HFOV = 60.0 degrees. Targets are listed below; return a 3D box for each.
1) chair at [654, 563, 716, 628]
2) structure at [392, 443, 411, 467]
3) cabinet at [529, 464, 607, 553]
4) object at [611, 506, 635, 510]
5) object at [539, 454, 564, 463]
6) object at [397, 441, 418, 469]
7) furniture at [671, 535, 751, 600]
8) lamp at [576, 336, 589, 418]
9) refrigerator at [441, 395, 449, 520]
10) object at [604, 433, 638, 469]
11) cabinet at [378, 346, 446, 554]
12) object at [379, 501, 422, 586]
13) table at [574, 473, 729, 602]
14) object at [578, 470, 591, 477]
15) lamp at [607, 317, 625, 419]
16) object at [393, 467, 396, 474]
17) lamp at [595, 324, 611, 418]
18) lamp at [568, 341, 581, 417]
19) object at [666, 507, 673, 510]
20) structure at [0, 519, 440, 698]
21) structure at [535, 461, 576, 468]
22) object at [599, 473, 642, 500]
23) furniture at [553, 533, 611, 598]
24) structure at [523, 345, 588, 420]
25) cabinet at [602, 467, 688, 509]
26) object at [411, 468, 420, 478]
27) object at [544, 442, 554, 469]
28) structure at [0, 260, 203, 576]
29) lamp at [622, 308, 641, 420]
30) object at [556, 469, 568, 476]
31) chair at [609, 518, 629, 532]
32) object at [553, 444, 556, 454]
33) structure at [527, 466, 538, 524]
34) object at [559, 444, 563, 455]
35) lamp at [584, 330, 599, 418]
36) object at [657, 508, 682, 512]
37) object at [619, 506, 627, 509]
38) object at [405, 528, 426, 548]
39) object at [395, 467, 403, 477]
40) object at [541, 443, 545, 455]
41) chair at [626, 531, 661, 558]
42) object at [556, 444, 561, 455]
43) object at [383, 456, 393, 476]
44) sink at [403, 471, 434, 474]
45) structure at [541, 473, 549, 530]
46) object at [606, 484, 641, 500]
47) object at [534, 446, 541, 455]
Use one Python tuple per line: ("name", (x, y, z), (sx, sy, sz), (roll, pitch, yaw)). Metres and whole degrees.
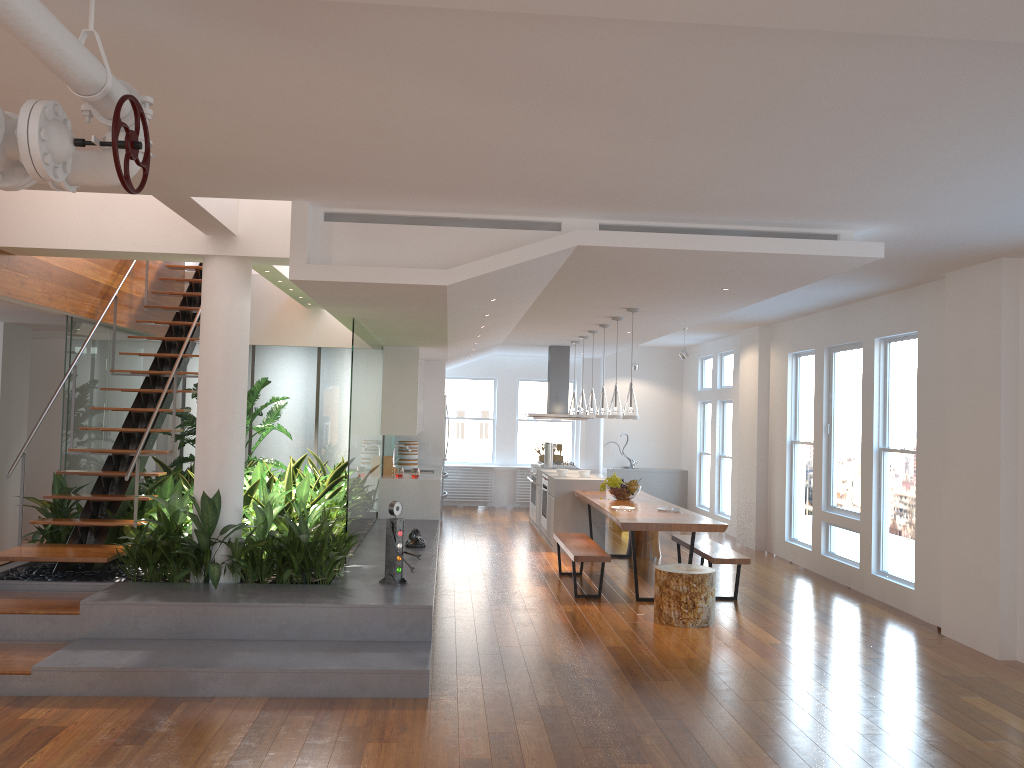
("chair", (1.330, 1.623, 6.832), (0.460, 0.400, 0.460), (1, -2, 6))
("structure", (-1.378, 1.001, 10.998), (0.248, 0.536, 0.115), (2, -2, -4))
("cabinet", (0.666, 1.549, 11.541), (0.597, 0.832, 2.936), (2, -2, -4))
("object", (1.026, 1.149, 8.182), (0.222, 0.020, 0.222), (0, -2, 36))
("object", (0.571, 1.098, 12.918), (0.353, 0.157, 0.084), (2, -2, -4))
("object", (-1.358, 0.925, 11.558), (0.267, 0.356, 0.266), (1, -2, 22))
("furniture", (1.807, 1.692, 8.207), (0.316, 0.389, 1.433), (2, -2, -4))
("lamp", (0.865, -0.122, 10.803), (0.160, 1.060, 0.160), (1, -2, 23))
("refrigerator", (-1.276, 1.043, 12.756), (0.725, 1.772, 0.908), (2, -2, -4))
("object", (1.772, 1.073, 14.251), (0.590, 0.563, 0.210), (3, -2, -33))
("cabinet", (-1.272, 0.803, 12.019), (0.676, 2.280, 4.565), (2, -2, -4))
("object", (-0.748, 1.092, 6.072), (0.318, 0.565, 0.134), (0, -2, 32))
("table", (1.097, 1.578, 10.170), (0.893, 0.704, 5.996), (2, -2, -4))
("object", (0.855, 1.062, 10.488), (0.152, 0.082, 0.152), (3, -3, -43))
("lamp", (1.020, -0.191, 8.640), (0.160, 1.060, 0.160), (1, -2, 23))
("object", (-1.433, 0.978, 10.497), (0.100, 0.170, 0.173), (2, -2, -2))
("lamp", (0.968, -0.168, 9.361), (0.160, 1.060, 0.160), (1, -2, 23))
("lamp", (0.814, -0.099, 11.524), (0.160, 1.060, 0.160), (1, -2, 23))
("object", (1.450, 1.154, 8.165), (0.079, 0.030, 0.070), (0, -3, 39))
("structure", (-2.185, 1.572, 7.499), (3.088, 0.386, 5.584), (2, -2, -4))
("structure", (0.615, 1.128, 12.473), (0.520, 0.073, 0.650), (2, -2, -4))
("object", (1.130, 1.059, 9.185), (0.394, 0.284, 0.292), (3, -3, -40))
("furniture", (0.617, 1.656, 8.123), (0.316, 0.389, 1.433), (2, -2, -4))
("structure", (0.656, -0.202, 12.491), (0.909, 1.405, 0.900), (2, -2, -4))
("cabinet", (2.134, 1.730, 14.300), (1.309, 0.725, 0.420), (2, -2, -4))
("object", (-1.085, 0.998, 9.953), (0.094, 0.106, 0.094), (2, -2, 2))
("object", (0.509, 0.968, 12.012), (0.120, 0.356, 0.172), (0, -3, 44))
("structure", (-2.386, -0.497, 8.216), (2.552, 4.265, 4.591), (2, -2, -4))
("lamp", (1.071, -0.215, 7.919), (0.160, 1.060, 0.160), (1, -2, 23))
("object", (0.597, 1.059, 10.594), (0.152, 0.082, 0.152), (0, -2, 35))
("chair", (1.545, 1.799, 12.289), (0.344, 0.430, 0.549), (2, -2, 0))
("object", (0.608, 1.020, 12.914), (0.057, 0.299, 0.019), (2, -2, -4))
("structure", (0.562, 1.552, 12.444), (0.649, 0.735, 0.890), (2, -2, -4))
("object", (0.707, 1.024, 12.941), (0.057, 0.294, 0.030), (2, -2, -4))
("lamp", (0.917, -0.145, 10.082), (0.160, 1.060, 0.160), (1, -2, 23))
("object", (1.450, 1.160, 8.164), (0.222, 0.020, 0.222), (2, -2, -12))
("object", (1.026, 1.143, 8.182), (0.070, 0.030, 0.079), (3, -3, -41))
("object", (-0.860, 1.348, 7.777), (0.216, 0.155, 0.181), (3, -3, -39))
("object", (-1.270, 0.994, 9.987), (0.094, 0.106, 0.094), (2, -2, 2))
("object", (0.454, 1.015, 12.923), (0.055, 0.299, 0.027), (2, -2, -4))
("chair", (1.498, 1.716, 10.066), (0.396, 0.455, 0.402), (2, -2, -14))
("object", (0.672, 1.023, 12.921), (0.068, 0.298, 0.039), (2, -2, -4))
("object", (-1.429, 0.944, 10.249), (0.104, 0.222, 0.200), (2, -2, -4))
("sink", (-1.188, 1.203, 10.977), (0.449, 0.192, 0.666), (2, -2, -4))
("structure", (0.417, 1.456, 11.021), (0.072, 0.648, 0.644), (2, -2, -4))
("object", (1.155, 1.123, 9.170), (0.360, 0.159, 0.360), (3, -3, -41))
("object", (0.417, 1.032, 12.917), (0.199, 0.259, 0.016), (1, -2, 6))
